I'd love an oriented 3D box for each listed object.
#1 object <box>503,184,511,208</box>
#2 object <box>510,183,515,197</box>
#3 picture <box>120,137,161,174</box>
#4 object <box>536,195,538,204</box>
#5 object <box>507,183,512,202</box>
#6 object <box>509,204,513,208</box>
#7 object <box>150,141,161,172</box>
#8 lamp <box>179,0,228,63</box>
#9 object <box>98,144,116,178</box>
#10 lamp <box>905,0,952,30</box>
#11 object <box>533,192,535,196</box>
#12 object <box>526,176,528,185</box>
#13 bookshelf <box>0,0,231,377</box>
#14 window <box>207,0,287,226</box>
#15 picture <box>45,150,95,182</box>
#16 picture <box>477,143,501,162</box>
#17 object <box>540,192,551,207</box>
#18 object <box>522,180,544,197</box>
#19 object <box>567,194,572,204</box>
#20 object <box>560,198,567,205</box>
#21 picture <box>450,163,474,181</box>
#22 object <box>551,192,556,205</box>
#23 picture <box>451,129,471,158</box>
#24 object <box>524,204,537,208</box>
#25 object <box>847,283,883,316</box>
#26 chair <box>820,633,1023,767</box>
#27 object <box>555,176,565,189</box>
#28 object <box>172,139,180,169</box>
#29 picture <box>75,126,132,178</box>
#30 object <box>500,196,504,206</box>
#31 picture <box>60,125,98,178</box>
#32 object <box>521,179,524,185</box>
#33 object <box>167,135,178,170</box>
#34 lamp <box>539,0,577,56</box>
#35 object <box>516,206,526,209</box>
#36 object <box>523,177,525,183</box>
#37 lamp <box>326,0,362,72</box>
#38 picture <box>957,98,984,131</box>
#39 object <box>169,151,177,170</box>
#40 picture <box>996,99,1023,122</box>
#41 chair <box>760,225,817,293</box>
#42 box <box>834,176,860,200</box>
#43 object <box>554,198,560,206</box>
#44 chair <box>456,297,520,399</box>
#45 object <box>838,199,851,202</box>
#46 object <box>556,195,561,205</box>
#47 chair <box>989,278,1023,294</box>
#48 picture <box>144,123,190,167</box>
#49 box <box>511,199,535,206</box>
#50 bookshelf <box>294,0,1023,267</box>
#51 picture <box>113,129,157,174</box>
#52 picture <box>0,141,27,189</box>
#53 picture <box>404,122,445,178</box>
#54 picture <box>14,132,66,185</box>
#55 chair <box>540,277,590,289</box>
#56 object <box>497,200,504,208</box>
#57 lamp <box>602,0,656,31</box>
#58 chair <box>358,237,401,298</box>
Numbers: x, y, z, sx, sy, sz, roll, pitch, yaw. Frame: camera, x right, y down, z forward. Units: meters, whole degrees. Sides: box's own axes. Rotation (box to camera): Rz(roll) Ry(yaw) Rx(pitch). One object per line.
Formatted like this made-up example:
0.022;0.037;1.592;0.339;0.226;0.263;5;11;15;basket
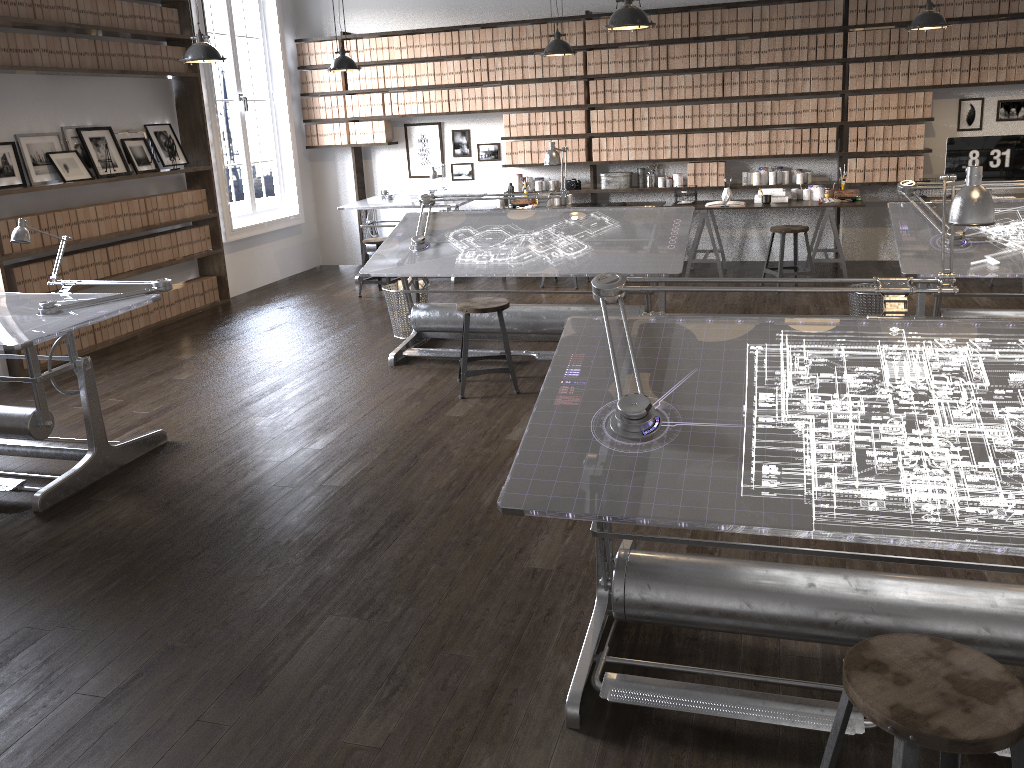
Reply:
-0.051;-1.867;8.796;0.069;0.227;0.069;1;15;14;object
-0.007;-1.913;8.941;0.069;0.227;0.069;1;15;14;object
-3.103;-1.909;7.400;0.127;0.287;0.293;1;16;17;picture
0.261;-1.808;8.758;0.049;0.110;0.049;0;15;13;object
-0.031;-1.892;8.861;0.069;0.234;0.069;1;15;14;object
-0.005;-1.765;8.780;0.049;0.037;0.050;1;17;13;object
-2.977;-1.889;7.366;0.040;0.257;0.125;1;16;17;object
-2.128;-3.238;5.663;0.311;2.224;0.316;-4;15;-3;lamp
-3.128;-1.717;6.826;0.040;0.257;0.177;1;16;17;object
2.990;-3.681;6.213;0.312;2.224;0.315;10;19;40;lamp
0.235;-1.847;8.815;0.040;0.128;0.005;2;15;19;object
0.143;-1.954;8.788;0.007;0.211;0.055;-14;18;-36;object
-3.252;-1.504;6.965;0.413;3.676;2.505;1;16;17;bookshelf
-2.653;-2.718;8.634;0.153;2.280;1.260;1;16;17;window
-3.302;-1.628;6.626;0.144;0.226;0.303;2;17;17;picture
-0.240;-2.421;9.252;0.251;0.181;0.023;2;15;17;picture
0.335;-1.830;8.772;0.105;0.140;0.105;-1;16;9;object
0.226;-1.959;8.912;0.077;0.144;0.348;9;20;38;object
0.569;-1.836;8.813;0.062;0.093;0.062;-10;17;-23;object
0.511;-1.823;8.782;0.063;0.092;0.064;-10;17;-23;object
-0.526;-2.250;9.388;0.251;0.181;0.023;2;15;17;picture
0.412;-1.855;8.858;0.095;0.126;0.095;3;16;20;object
-0.531;-2.530;9.314;0.201;0.281;0.022;1;15;16;picture
0.204;-1.734;8.632;0.133;0.050;0.198;-18;23;-41;object
2.323;-0.429;5.682;0.354;0.373;0.356;9;20;37;object
0.795;0.803;1.706;0.358;0.521;0.376;-4;15;-4;chair
0.514;-2.016;8.964;0.107;0.159;0.238;-8;17;-16;object
-2.921;-1.988;7.674;0.040;0.258;0.112;1;15;17;object
-3.218;-1.830;6.990;0.149;0.386;0.378;1;16;17;picture
-0.106;-1.829;8.894;0.070;0.102;0.070;0;16;12;object
-3.303;-1.802;6.887;0.091;0.401;0.374;1;16;17;picture
0.132;-1.946;8.805;0.071;0.184;0.008;2;15;18;object
-2.915;-1.986;7.596;0.040;0.300;0.120;1;15;17;object
0.322;-3.782;7.011;0.311;2.224;0.316;-4;15;-3;lamp
0.097;-1.724;8.658;0.011;0.017;0.172;-16;21;-39;object
0.113;-2.056;9.094;0.050;0.138;0.051;1;15;14;object
-1.544;-3.852;7.564;0.311;2.224;0.316;-4;15;-3;lamp
4.097;-2.408;7.916;0.201;0.281;0.022;1;15;16;picture
-2.894;-1.901;7.548;0.040;0.163;0.067;1;15;17;object
4.416;-2.415;7.814;0.251;0.181;0.023;2;15;17;picture
2.358;-1.072;7.549;0.372;0.521;0.363;-6;15;-9;chair
3.007;-1.762;7.949;0.212;0.204;0.139;2;16;17;box
0.445;-1.813;8.757;0.062;0.093;0.062;-13;18;-31;object
-0.156;-0.222;5.214;0.358;0.521;0.376;-4;15;-4;chair
2.924;-1.617;7.813;0.172;0.017;0.011;-7;16;-14;object
0.463;-1.831;8.815;0.045;0.100;0.045;1;16;16;object
4.101;-1.015;7.055;0.359;0.521;0.376;-7;16;-14;chair
-3.013;-2.087;7.732;0.161;0.360;0.347;1;16;17;picture
0.111;-1.813;8.831;0.212;0.082;0.139;2;17;16;box
2.250;-2.006;8.507;9.179;3.168;0.378;2;15;17;bookshelf
-3.147;-1.940;7.392;0.095;0.356;0.439;1;17;17;picture
-3.537;-1.525;6.176;0.058;0.311;0.270;1;16;17;picture
-0.931;-2.487;9.437;0.415;0.567;0.040;2;15;17;picture
-3.420;-1.653;6.493;0.083;0.360;0.421;1;17;17;picture
0.487;-1.165;8.178;0.372;0.521;0.362;4;17;25;chair
-0.119;-1.806;8.819;0.068;0.103;0.069;3;16;21;object
0.616;-3.134;4.843;0.312;2.224;0.315;8;18;36;lamp
-1.194;-1.076;8.185;0.372;0.521;0.362;4;17;25;chair
